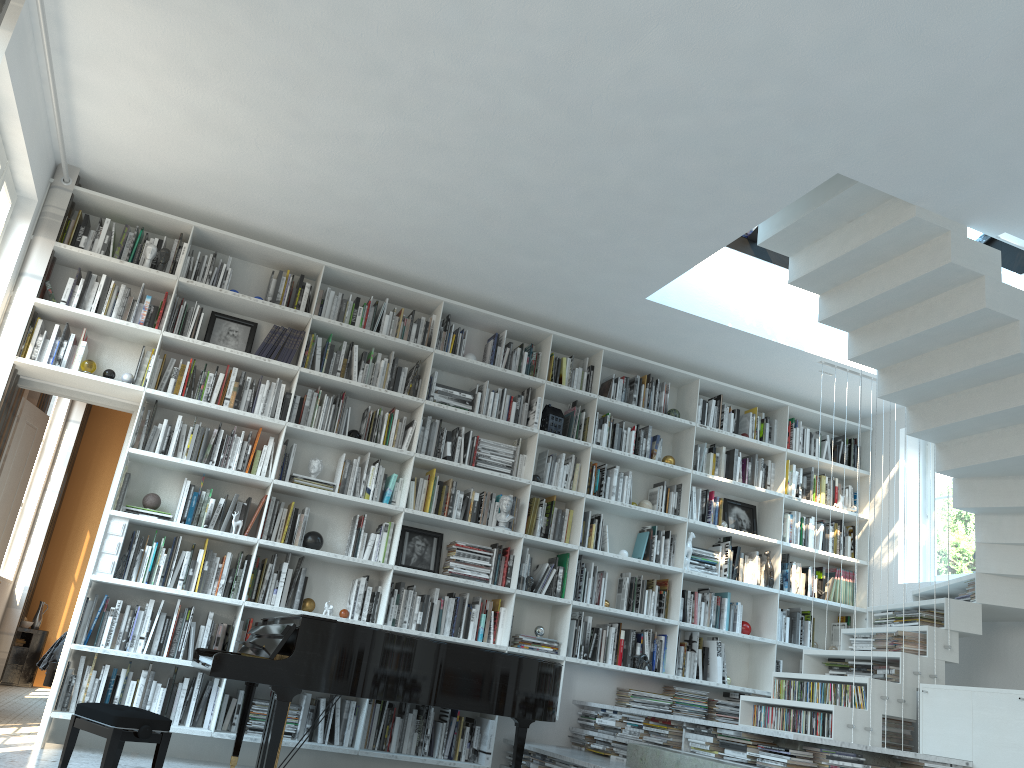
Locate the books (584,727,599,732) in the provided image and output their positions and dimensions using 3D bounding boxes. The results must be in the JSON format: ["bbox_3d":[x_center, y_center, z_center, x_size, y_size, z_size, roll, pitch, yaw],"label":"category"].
[{"bbox_3d":[0.591,2.332,5.972,0.134,0.014,0.181,17,-20,-21],"label":"books"}]

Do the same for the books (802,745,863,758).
[{"bbox_3d":[1.555,1.785,4.303,0.261,0.016,0.129,16,-20,-20],"label":"books"}]

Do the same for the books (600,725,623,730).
[{"bbox_3d":[0.696,2.224,5.719,0.152,0.009,0.259,17,-20,-21],"label":"books"}]

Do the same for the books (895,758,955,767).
[{"bbox_3d":[2.098,1.915,4.459,0.286,0.013,0.181,17,-21,-23],"label":"books"}]

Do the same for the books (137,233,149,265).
[{"bbox_3d":[-2.351,-0.805,5.625,0.013,0.274,0.159,15,-19,-19],"label":"books"}]

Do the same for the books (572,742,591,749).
[{"bbox_3d":[0.526,2.434,5.956,0.147,0.014,0.293,15,-20,-19],"label":"books"}]

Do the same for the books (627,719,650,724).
[{"bbox_3d":[0.823,2.091,5.467,0.160,0.010,0.180,15,-20,-19],"label":"books"}]

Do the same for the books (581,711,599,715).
[{"bbox_3d":[0.592,2.235,5.998,0.167,0.008,0.235,16,-20,-20],"label":"books"}]

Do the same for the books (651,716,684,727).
[{"bbox_3d":[0.936,1.991,5.219,0.139,0.028,0.262,14,-19,-14],"label":"books"}]

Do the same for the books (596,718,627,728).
[{"bbox_3d":[0.684,2.194,5.722,0.189,0.029,0.238,17,-20,-21],"label":"books"}]

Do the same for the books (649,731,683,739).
[{"bbox_3d":[0.923,2.059,5.196,0.159,0.018,0.203,16,-20,-20],"label":"books"}]

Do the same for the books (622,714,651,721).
[{"bbox_3d":[0.815,2.064,5.471,0.165,0.015,0.243,17,-21,-23],"label":"books"}]

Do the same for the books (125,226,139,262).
[{"bbox_3d":[-2.407,-0.837,5.603,0.014,0.303,0.146,15,-19,-19],"label":"books"}]

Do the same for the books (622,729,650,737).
[{"bbox_3d":[0.804,2.152,5.443,0.164,0.023,0.242,14,-20,-15],"label":"books"}]

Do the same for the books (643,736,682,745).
[{"bbox_3d":[0.909,2.087,5.182,0.178,0.014,0.248,16,-20,-20],"label":"books"}]

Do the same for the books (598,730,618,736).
[{"bbox_3d":[0.686,2.254,5.707,0.173,0.016,0.233,16,-20,-20],"label":"books"}]

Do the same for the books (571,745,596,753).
[{"bbox_3d":[0.514,2.451,5.946,0.163,0.019,0.188,16,-20,-20],"label":"books"}]

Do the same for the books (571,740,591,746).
[{"bbox_3d":[0.517,2.419,5.956,0.170,0.012,0.215,15,-20,-19],"label":"books"}]

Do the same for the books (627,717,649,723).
[{"bbox_3d":[0.825,2.080,5.471,0.149,0.013,0.220,14,-20,-16],"label":"books"}]

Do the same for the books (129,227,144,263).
[{"bbox_3d":[-2.391,-0.833,5.620,0.029,0.313,0.129,15,-19,-19],"label":"books"}]

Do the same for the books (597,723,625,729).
[{"bbox_3d":[0.694,2.215,5.720,0.163,0.008,0.295,16,-20,-20],"label":"books"}]

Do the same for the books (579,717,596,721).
[{"bbox_3d":[0.589,2.275,5.986,0.156,0.009,0.288,16,-20,-20],"label":"books"}]

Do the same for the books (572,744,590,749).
[{"bbox_3d":[0.516,2.440,5.950,0.144,0.005,0.258,14,-19,-14],"label":"books"}]

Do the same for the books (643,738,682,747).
[{"bbox_3d":[0.901,2.097,5.176,0.182,0.011,0.254,14,-20,-15],"label":"books"}]

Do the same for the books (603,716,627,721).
[{"bbox_3d":[0.704,2.172,5.736,0.143,0.012,0.264,14,-19,-14],"label":"books"}]

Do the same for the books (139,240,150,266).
[{"bbox_3d":[-2.339,-0.778,5.622,0.021,0.225,0.157,15,-20,-19],"label":"books"}]

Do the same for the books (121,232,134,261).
[{"bbox_3d":[-2.436,-0.817,5.601,0.030,0.256,0.130,15,-19,-19],"label":"books"}]

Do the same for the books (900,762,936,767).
[{"bbox_3d":[2.091,1.935,4.463,0.192,0.024,0.168,14,-19,-14],"label":"books"}]

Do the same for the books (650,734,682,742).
[{"bbox_3d":[0.932,2.078,5.194,0.138,0.017,0.238,16,-20,-20],"label":"books"}]

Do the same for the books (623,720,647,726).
[{"bbox_3d":[0.817,2.098,5.463,0.167,0.008,0.235,16,-20,-20],"label":"books"}]

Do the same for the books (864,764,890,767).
[{"bbox_3d":[1.815,1.885,4.355,0.203,0.011,0.173,17,-21,-23],"label":"books"}]

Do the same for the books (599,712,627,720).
[{"bbox_3d":[0.705,2.158,5.741,0.163,0.018,0.290,16,-20,-20],"label":"books"}]

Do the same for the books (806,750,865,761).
[{"bbox_3d":[1.561,1.791,4.281,0.228,0.009,0.159,17,-20,-22],"label":"books"}]

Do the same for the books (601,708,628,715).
[{"bbox_3d":[0.700,2.131,5.746,0.171,0.020,0.194,17,-21,-23],"label":"books"}]

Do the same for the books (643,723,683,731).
[{"bbox_3d":[0.918,2.016,5.205,0.187,0.009,0.261,16,-20,-20],"label":"books"}]

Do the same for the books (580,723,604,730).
[{"bbox_3d":[0.580,2.314,5.972,0.163,0.017,0.233,15,-20,-17],"label":"books"}]

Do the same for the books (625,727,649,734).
[{"bbox_3d":[0.817,2.136,5.453,0.154,0.018,0.221,16,-20,-20],"label":"books"}]

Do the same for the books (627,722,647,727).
[{"bbox_3d":[0.822,2.109,5.462,0.144,0.013,0.221,14,-20,-16],"label":"books"}]

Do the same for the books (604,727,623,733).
[{"bbox_3d":[0.706,2.241,5.718,0.131,0.021,0.241,15,-20,-17],"label":"books"}]

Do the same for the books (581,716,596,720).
[{"bbox_3d":[0.597,2.270,5.991,0.145,0.008,0.298,16,-20,-20],"label":"books"}]

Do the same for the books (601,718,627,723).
[{"bbox_3d":[0.697,2.179,5.731,0.171,0.007,0.207,15,-20,-17],"label":"books"}]

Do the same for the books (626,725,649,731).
[{"bbox_3d":[0.823,2.122,5.459,0.150,0.013,0.216,15,-20,-19],"label":"books"}]

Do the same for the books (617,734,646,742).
[{"bbox_3d":[0.796,2.179,5.432,0.183,0.012,0.297,16,-20,-20],"label":"books"}]

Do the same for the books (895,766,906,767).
[{"bbox_3d":[2.091,1.950,4.451,0.262,0.012,0.180,14,-20,-15],"label":"books"}]

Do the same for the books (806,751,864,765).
[{"bbox_3d":[1.555,1.806,4.284,0.221,0.018,0.154,15,-20,-18],"label":"books"}]

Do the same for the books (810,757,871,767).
[{"bbox_3d":[1.563,1.815,4.256,0.230,0.015,0.190,14,-19,-14],"label":"books"}]

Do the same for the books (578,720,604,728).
[{"bbox_3d":[0.575,2.296,5.975,0.175,0.017,0.266,14,-20,-16],"label":"books"}]

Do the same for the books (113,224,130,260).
[{"bbox_3d":[-2.459,-0.842,5.577,0.039,0.281,0.182,15,-19,-19],"label":"books"}]

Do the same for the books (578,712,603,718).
[{"bbox_3d":[0.581,2.243,5.991,0.171,0.015,0.253,17,-21,-23],"label":"books"}]

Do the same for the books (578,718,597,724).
[{"bbox_3d":[0.581,2.283,5.981,0.180,0.012,0.262,15,-20,-19],"label":"books"}]

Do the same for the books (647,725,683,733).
[{"bbox_3d":[0.922,2.028,5.204,0.161,0.012,0.255,14,-20,-15],"label":"books"}]

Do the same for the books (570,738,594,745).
[{"bbox_3d":[0.522,2.408,5.961,0.159,0.012,0.279,16,-20,-20],"label":"books"}]

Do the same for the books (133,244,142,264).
[{"bbox_3d":[-2.372,-0.770,5.599,0.024,0.186,0.160,15,-20,-19],"label":"books"}]

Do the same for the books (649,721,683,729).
[{"bbox_3d":[0.943,2.013,5.217,0.129,0.013,0.296,16,-20,-20],"label":"books"}]

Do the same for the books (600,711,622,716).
[{"bbox_3d":[0.709,2.147,5.745,0.159,0.007,0.286,16,-20,-20],"label":"books"}]

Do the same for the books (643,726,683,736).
[{"bbox_3d":[0.918,2.041,5.198,0.179,0.017,0.293,15,-20,-18],"label":"books"}]

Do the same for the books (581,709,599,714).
[{"bbox_3d":[0.594,2.226,6.001,0.159,0.011,0.246,17,-20,-21],"label":"books"}]

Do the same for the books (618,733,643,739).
[{"bbox_3d":[0.793,2.166,5.434,0.190,0.012,0.235,16,-20,-20],"label":"books"}]
